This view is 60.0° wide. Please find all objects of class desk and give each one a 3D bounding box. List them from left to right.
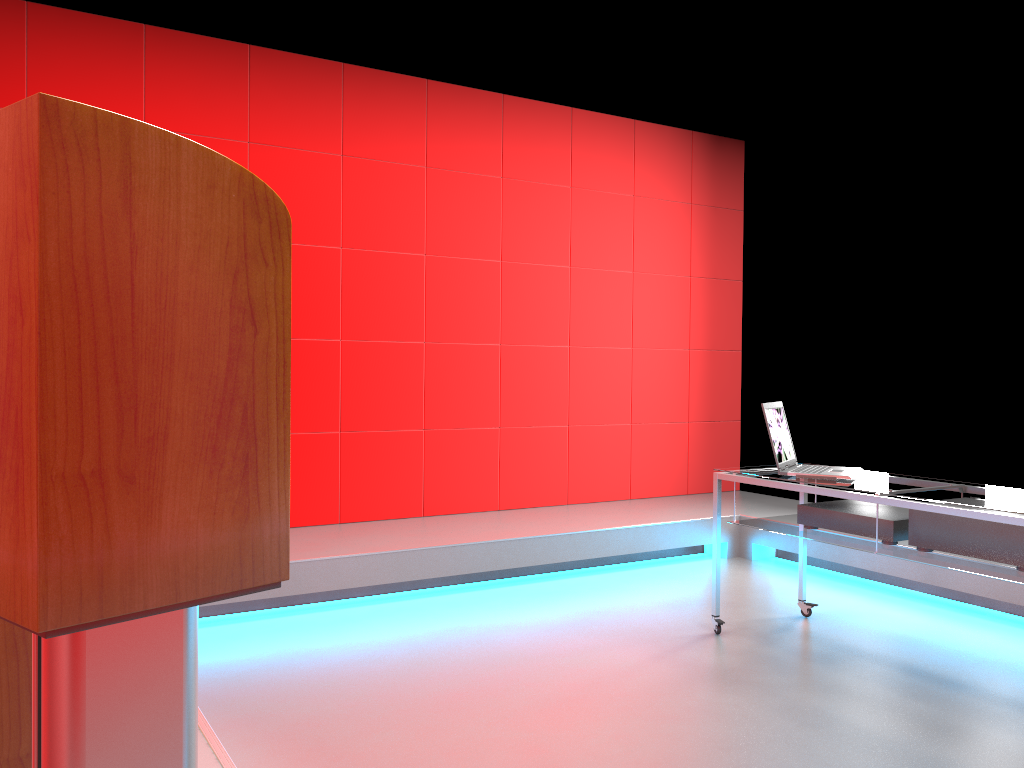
[{"bbox_3d":[1.488,0.716,3.182,0.594,0.690,1.617,0,1,-31],"label":"desk"}]

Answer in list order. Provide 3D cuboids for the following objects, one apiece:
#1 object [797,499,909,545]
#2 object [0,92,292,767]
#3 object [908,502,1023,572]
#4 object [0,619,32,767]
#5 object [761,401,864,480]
[{"bbox_3d":[1.405,0.530,3.443,0.365,0.092,0.435,0,1,-31],"label":"object"},{"bbox_3d":[-0.363,0.299,0.819,0.231,1.058,0.265,1,1,39],"label":"object"},{"bbox_3d":[1.660,0.506,3.021,0.371,0.158,0.431,0,1,-31],"label":"object"},{"bbox_3d":[-0.627,0.293,1.263,0.238,1.052,0.203,0,1,-41],"label":"object"},{"bbox_3d":[1.212,0.220,3.564,0.340,0.285,0.342,1,1,29],"label":"object"}]
